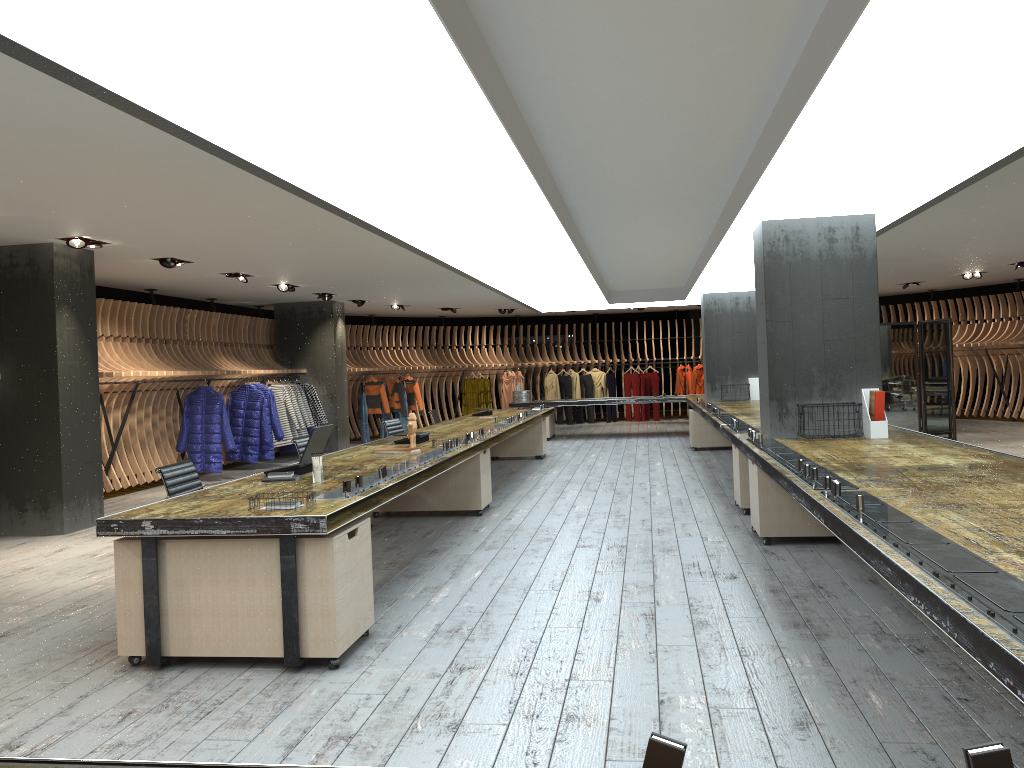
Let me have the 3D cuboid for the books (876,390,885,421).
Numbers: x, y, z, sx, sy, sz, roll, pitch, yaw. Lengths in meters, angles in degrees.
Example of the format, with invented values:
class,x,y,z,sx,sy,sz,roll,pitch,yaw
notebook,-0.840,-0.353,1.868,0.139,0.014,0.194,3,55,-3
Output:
class,x,y,z,sx,sy,sz,roll,pitch,yaw
books,2.917,0.236,7.042,0.048,0.368,0.215,-2,0,9

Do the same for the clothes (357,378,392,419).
class,x,y,z,sx,sy,sz,roll,pitch,yaw
clothes,-2.959,0.311,18.799,0.839,0.881,0.201,-2,0,24

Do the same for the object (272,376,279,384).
class,x,y,z,sx,sy,sz,roll,pitch,yaw
object,-3.955,0.023,14.891,0.518,0.313,0.012,-2,0,9

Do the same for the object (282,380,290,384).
class,x,y,z,sx,sy,sz,roll,pitch,yaw
object,-3.890,0.014,15.327,0.518,0.313,0.012,-2,0,9

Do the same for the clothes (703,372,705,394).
class,x,y,z,sx,sy,sz,roll,pitch,yaw
clothes,4.825,-0.043,21.705,0.201,0.881,0.839,-2,0,-11

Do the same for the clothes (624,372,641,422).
class,x,y,z,sx,sy,sz,roll,pitch,yaw
clothes,3.000,0.372,22.058,0.093,1.338,0.551,-2,0,-36

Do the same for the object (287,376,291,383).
class,x,y,z,sx,sy,sz,roll,pitch,yaw
object,-3.919,-0.007,15.533,0.525,0.270,0.012,-2,0,9

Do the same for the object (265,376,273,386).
class,x,y,z,sx,sy,sz,roll,pitch,yaw
object,-3.990,0.028,14.658,0.518,0.313,0.012,-2,0,9

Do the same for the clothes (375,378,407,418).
class,x,y,z,sx,sy,sz,roll,pitch,yaw
clothes,-2.609,0.292,19.243,0.839,0.881,0.201,-2,0,29

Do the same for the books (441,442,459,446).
class,x,y,z,sx,sy,sz,roll,pitch,yaw
books,-0.536,0.522,7.724,0.155,0.025,0.110,-2,1,4

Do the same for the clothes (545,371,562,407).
class,x,y,z,sx,sy,sz,roll,pitch,yaw
clothes,0.973,0.126,21.810,0.250,0.890,0.704,-2,0,-31

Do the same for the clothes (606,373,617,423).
class,x,y,z,sx,sy,sz,roll,pitch,yaw
clothes,2.471,0.385,22.058,0.087,1.353,0.539,-2,0,33

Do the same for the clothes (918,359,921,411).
class,x,y,z,sx,sy,sz,roll,pitch,yaw
clothes,8.518,0.032,18.729,0.444,1.129,0.126,-2,0,-19

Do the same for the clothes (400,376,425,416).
class,x,y,z,sx,sy,sz,roll,pitch,yaw
clothes,-2.297,0.270,19.727,0.839,0.881,0.201,-2,0,39

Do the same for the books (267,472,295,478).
class,x,y,z,sx,sy,sz,roll,pitch,yaw
books,-1.498,0.583,5.697,0.186,0.027,0.112,-2,1,-6

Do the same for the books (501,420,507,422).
class,x,y,z,sx,sy,sz,roll,pitch,yaw
books,-0.057,0.454,10.907,0.155,0.025,0.110,-2,1,4

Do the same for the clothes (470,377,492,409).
class,x,y,z,sx,sy,sz,roll,pitch,yaw
clothes,-0.759,0.368,21.024,0.664,1.045,0.168,-2,0,39

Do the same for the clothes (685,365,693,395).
class,x,y,z,sx,sy,sz,roll,pitch,yaw
clothes,4.403,-0.029,21.890,0.201,0.881,0.839,-2,0,14

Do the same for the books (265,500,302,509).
class,x,y,z,sx,sy,sz,roll,pitch,yaw
books,-1.134,0.597,4.402,0.155,0.025,0.110,-2,1,4

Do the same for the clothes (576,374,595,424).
class,x,y,z,sx,sy,sz,roll,pitch,yaw
clothes,1.798,0.417,21.980,0.539,1.353,0.087,-2,0,33

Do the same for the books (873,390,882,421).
class,x,y,z,sx,sy,sz,roll,pitch,yaw
books,2.896,0.236,7.045,0.048,0.368,0.215,-2,0,9

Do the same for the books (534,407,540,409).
class,x,y,z,sx,sy,sz,roll,pitch,yaw
books,0.437,0.384,14.249,0.155,0.025,0.110,-2,1,4

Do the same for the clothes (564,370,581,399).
class,x,y,z,sx,sy,sz,roll,pitch,yaw
clothes,1.484,0.103,21.945,0.250,0.890,0.704,-2,0,-41

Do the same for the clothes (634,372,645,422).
class,x,y,z,sx,sy,sz,roll,pitch,yaw
clothes,3.166,0.366,22.048,0.093,1.338,0.551,-2,0,-21

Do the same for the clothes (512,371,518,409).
class,x,y,z,sx,sy,sz,roll,pitch,yaw
clothes,0.022,0.266,21.465,0.125,1.156,0.447,-2,0,-22

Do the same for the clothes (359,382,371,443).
class,x,y,z,sx,sy,sz,roll,pitch,yaw
clothes,-3.070,0.673,18.503,0.200,1.422,0.309,-2,0,-14

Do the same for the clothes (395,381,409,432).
class,x,y,z,sx,sy,sz,roll,pitch,yaw
clothes,-2.436,0.632,19.509,0.309,1.422,0.200,-2,0,-19

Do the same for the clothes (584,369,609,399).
class,x,y,z,sx,sy,sz,roll,pitch,yaw
clothes,2.079,0.076,22.019,0.704,0.890,0.250,-2,0,29

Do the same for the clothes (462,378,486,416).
class,x,y,z,sx,sy,sz,roll,pitch,yaw
clothes,-0.908,0.375,20.918,0.664,1.045,0.168,-2,0,39

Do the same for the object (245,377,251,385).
class,x,y,z,sx,sy,sz,roll,pitch,yaw
object,-4.150,0.040,13.889,0.523,0.292,0.012,-2,0,9

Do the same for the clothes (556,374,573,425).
class,x,y,z,sx,sy,sz,roll,pitch,yaw
clothes,1.291,0.438,21.884,0.539,1.353,0.087,-2,0,43

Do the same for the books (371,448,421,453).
class,x,y,z,sx,sy,sz,roll,pitch,yaw
books,-0.965,0.551,7.364,0.366,0.026,0.213,-2,1,19

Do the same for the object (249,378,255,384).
class,x,y,z,sx,sy,sz,roll,pitch,yaw
object,-4.096,0.031,14.024,0.523,0.291,0.012,-2,0,9

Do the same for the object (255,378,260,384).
class,x,y,z,sx,sy,sz,roll,pitch,yaw
object,-4.086,0.020,14.203,0.525,0.270,0.012,-2,0,9

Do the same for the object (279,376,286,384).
class,x,y,z,sx,sy,sz,roll,pitch,yaw
object,-3.916,0.018,15.150,0.518,0.313,0.012,-2,0,9

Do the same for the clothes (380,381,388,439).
class,x,y,z,sx,sy,sz,roll,pitch,yaw
clothes,-2.768,0.653,19.015,0.200,1.422,0.309,-2,0,1

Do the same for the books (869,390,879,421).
class,x,y,z,sx,sy,sz,roll,pitch,yaw
books,2.874,0.237,7.048,0.048,0.368,0.215,-2,0,9

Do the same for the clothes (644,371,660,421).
class,x,y,z,sx,sy,sz,roll,pitch,yaw
clothes,3.454,0.354,22.021,0.093,1.338,0.551,-2,0,-41

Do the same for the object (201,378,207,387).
class,x,y,z,sx,sy,sz,roll,pitch,yaw
object,-4.340,0.056,12.510,0.525,0.270,0.012,-2,0,9

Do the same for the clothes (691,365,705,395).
class,x,y,z,sx,sy,sz,roll,pitch,yaw
clothes,4.595,-0.035,21.791,0.200,0.881,0.840,-2,0,39

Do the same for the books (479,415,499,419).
class,x,y,z,sx,sy,sz,roll,pitch,yaw
books,-0.309,0.452,12.136,0.213,0.026,0.366,-2,1,9

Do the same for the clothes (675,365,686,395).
class,x,y,z,sx,sy,sz,roll,pitch,yaw
clothes,4.168,-0.020,21.891,0.201,0.881,0.839,-2,0,24

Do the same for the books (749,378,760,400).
class,x,y,z,sx,sy,sz,roll,pitch,yaw
books,3.985,0.084,14.463,0.215,0.368,0.073,-2,0,9

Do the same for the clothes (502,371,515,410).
class,x,y,z,sx,sy,sz,roll,pitch,yaw
clothes,-0.084,0.271,21.415,0.447,1.156,0.125,-2,0,43

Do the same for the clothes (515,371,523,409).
class,x,y,z,sx,sy,sz,roll,pitch,yaw
clothes,0.174,0.259,21.528,0.125,1.156,0.447,-2,0,-27
